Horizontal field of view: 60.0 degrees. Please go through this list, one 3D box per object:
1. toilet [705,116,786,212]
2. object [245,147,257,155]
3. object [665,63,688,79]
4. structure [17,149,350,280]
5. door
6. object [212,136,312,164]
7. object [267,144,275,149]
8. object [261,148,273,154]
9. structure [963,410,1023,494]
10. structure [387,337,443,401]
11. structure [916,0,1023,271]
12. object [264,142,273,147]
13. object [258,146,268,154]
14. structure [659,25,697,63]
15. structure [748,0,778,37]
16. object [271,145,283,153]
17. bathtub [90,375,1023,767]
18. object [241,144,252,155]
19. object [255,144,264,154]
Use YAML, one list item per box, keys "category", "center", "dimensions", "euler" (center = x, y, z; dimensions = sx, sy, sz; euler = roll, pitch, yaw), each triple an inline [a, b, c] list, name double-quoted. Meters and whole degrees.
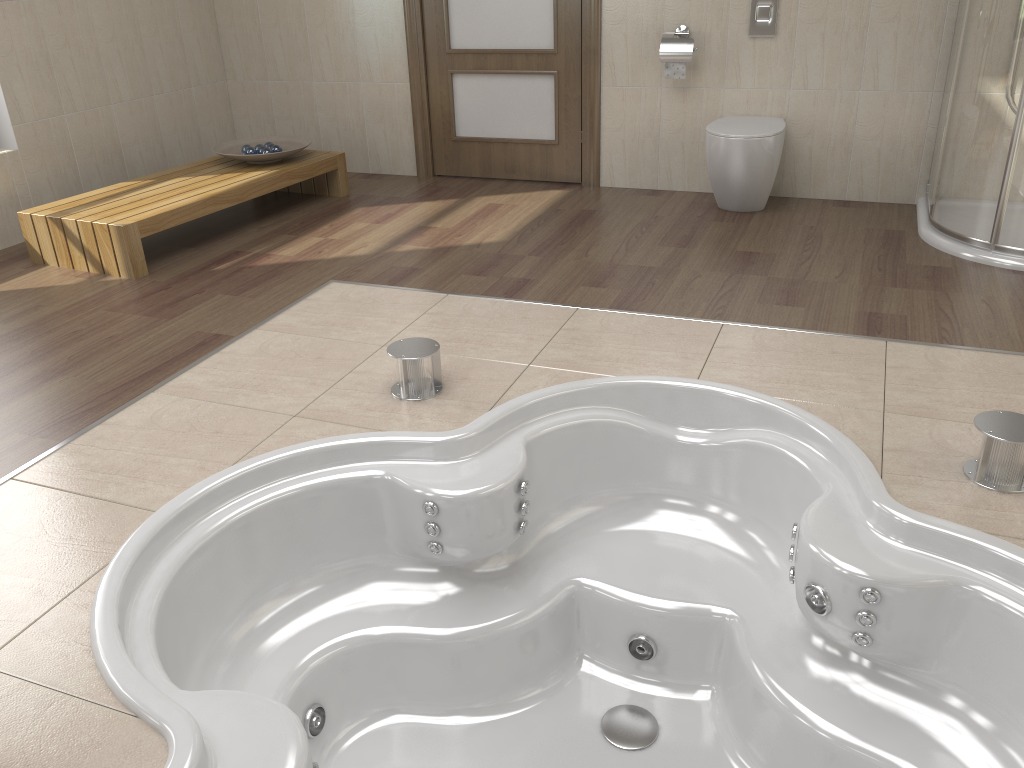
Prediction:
- category: "toilet"
  center: [1.069, -0.999, 4.092]
  dimensions: [0.337, 0.388, 0.519]
  euler: [8, 28, 20]
- category: "object"
  center: [-1.304, -1.155, 4.434]
  dimensions: [0.060, 0.060, 0.060]
  euler: [8, 28, 19]
- category: "object"
  center: [0.773, -1.513, 4.152]
  dimensions: [0.098, 0.151, 0.090]
  euler: [8, 28, 20]
- category: "structure"
  center: [-1.462, -0.861, 4.196]
  dimensions: [0.620, 0.220, 1.450]
  euler: [11, 29, 24]
- category: "door"
  center: [-0.068, -2.034, 4.404]
  dimensions: [0.861, 2.026, 0.102]
  euler: [7, 27, 18]
- category: "object"
  center: [-1.252, -1.168, 4.472]
  dimensions: [0.487, 0.076, 0.487]
  euler: [-12, 28, -19]
- category: "object"
  center: [-1.215, -1.187, 4.497]
  dimensions: [0.060, 0.060, 0.060]
  euler: [8, 28, 19]
- category: "object"
  center: [-1.214, -1.142, 4.400]
  dimensions: [0.060, 0.060, 0.060]
  euler: [8, 28, 19]
- category: "structure"
  center: [1.120, 0.153, 2.016]
  dimensions: [0.150, 0.131, 0.150]
  euler: [3, 27, 11]
- category: "structure"
  center: [-0.276, -0.044, 2.528]
  dimensions: [0.150, 0.131, 0.150]
  euler: [-8, 27, -11]
- category: "structure"
  center: [2.104, -1.447, 3.180]
  dimensions: [0.900, 1.917, 0.900]
  euler: [8, 28, 20]
- category: "object"
  center: [-1.243, -1.211, 4.547]
  dimensions: [0.060, 0.060, 0.060]
  euler: [8, 28, 19]
- category: "object"
  center: [-1.244, -1.163, 4.449]
  dimensions: [0.060, 0.060, 0.060]
  euler: [8, 28, 19]
- category: "structure"
  center: [0.785, -1.587, 4.137]
  dimensions: [0.170, 0.151, 0.154]
  euler: [8, 28, 20]
- category: "structure"
  center: [1.140, -1.683, 4.020]
  dimensions: [0.120, 0.200, 0.010]
  euler: [8, 28, 20]
- category: "object"
  center: [-1.181, -1.169, 4.447]
  dimensions: [0.060, 0.060, 0.060]
  euler: [8, 28, 19]
- category: "bathtub"
  center: [0.162, 0.713, 1.816]
  dimensions: [1.751, 0.674, 1.754]
  euler: [-13, 28, -20]
- category: "object"
  center: [-1.337, -1.180, 4.483]
  dimensions: [0.060, 0.060, 0.060]
  euler: [8, 28, 19]
- category: "object"
  center: [-1.278, -1.187, 4.501]
  dimensions: [0.060, 0.060, 0.060]
  euler: [8, 28, 19]
